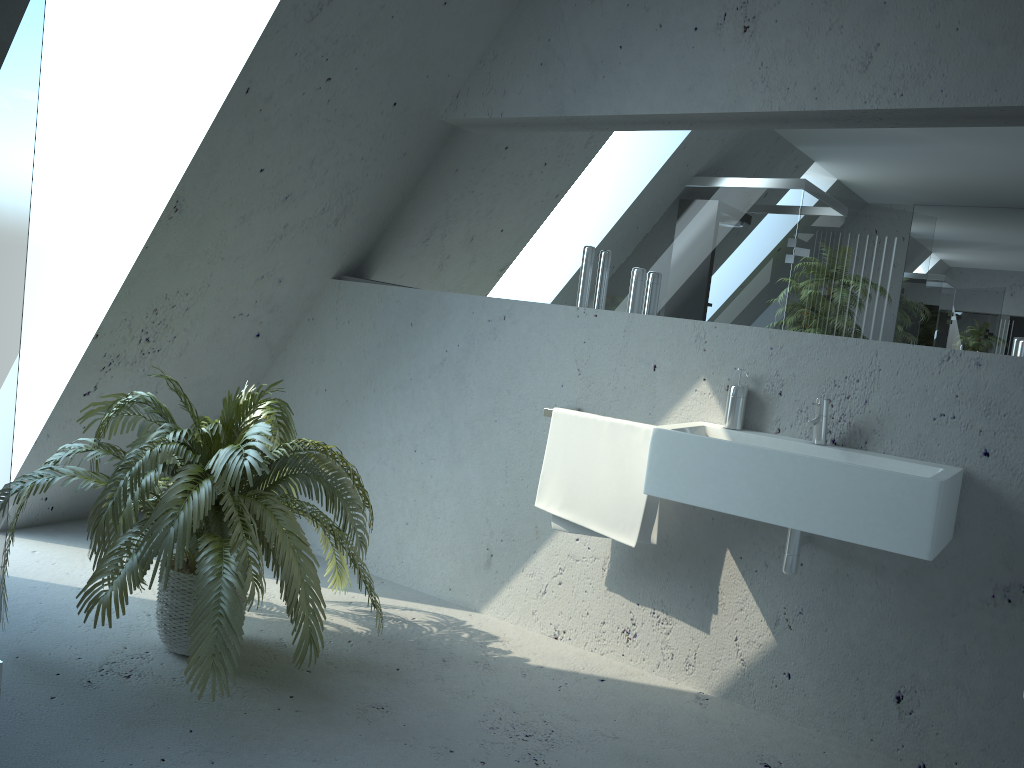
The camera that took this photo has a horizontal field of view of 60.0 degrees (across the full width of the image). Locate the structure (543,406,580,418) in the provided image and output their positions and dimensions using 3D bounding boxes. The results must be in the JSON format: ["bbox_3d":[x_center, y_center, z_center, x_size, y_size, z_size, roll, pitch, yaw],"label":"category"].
[{"bbox_3d":[0.363,0.131,3.023,0.480,0.030,0.206,10,6,33],"label":"structure"}]

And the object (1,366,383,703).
[{"bbox_3d":[-0.937,0.398,2.779,1.132,0.893,1.112,8,5,11],"label":"object"}]

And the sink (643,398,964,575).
[{"bbox_3d":[0.845,0.305,2.603,0.800,0.526,0.429,10,6,33],"label":"sink"}]

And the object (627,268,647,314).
[{"bbox_3d":[0.443,-0.331,3.152,0.052,0.160,0.052,8,5,18],"label":"object"}]

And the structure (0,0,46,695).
[{"bbox_3d":[-1.415,-0.139,1.192,1.835,2.114,1.184,10,6,33],"label":"structure"}]

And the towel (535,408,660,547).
[{"bbox_3d":[0.291,0.321,2.963,0.455,0.429,0.063,10,6,34],"label":"towel"}]

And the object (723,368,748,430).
[{"bbox_3d":[0.722,0.047,2.852,0.061,0.193,0.076,9,5,21],"label":"object"}]

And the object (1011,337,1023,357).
[{"bbox_3d":[1.452,-0.101,2.488,0.084,0.054,0.084,8,5,18],"label":"object"}]

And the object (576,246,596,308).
[{"bbox_3d":[0.272,-0.394,3.264,0.045,0.225,0.045,8,5,18],"label":"object"}]
